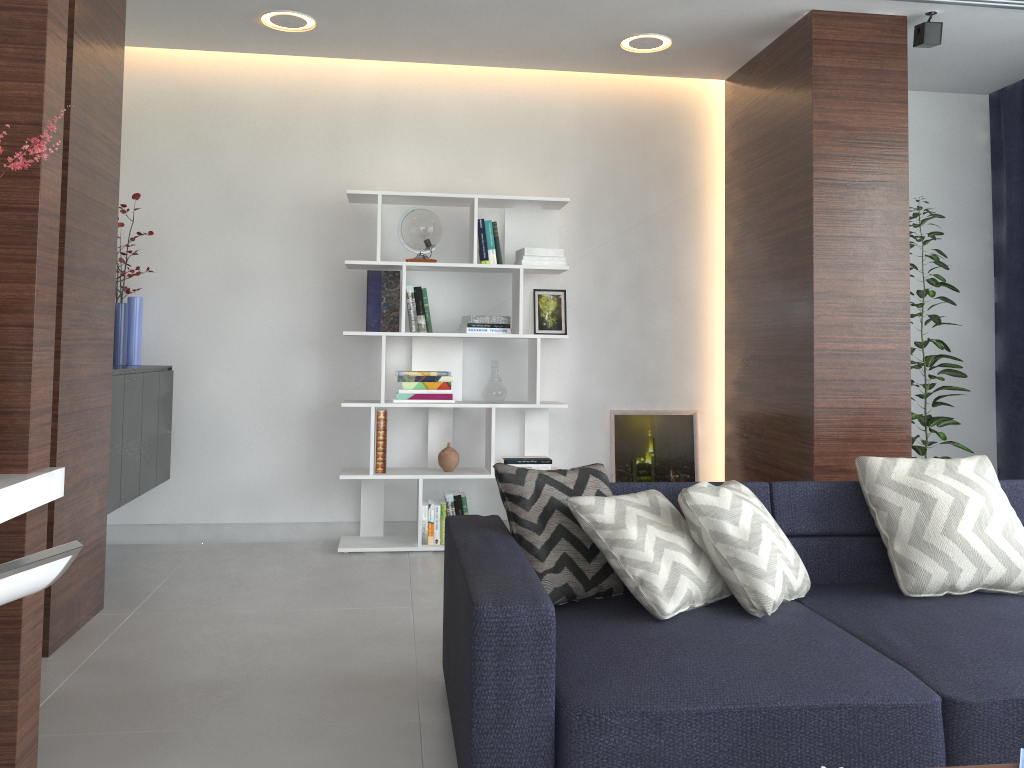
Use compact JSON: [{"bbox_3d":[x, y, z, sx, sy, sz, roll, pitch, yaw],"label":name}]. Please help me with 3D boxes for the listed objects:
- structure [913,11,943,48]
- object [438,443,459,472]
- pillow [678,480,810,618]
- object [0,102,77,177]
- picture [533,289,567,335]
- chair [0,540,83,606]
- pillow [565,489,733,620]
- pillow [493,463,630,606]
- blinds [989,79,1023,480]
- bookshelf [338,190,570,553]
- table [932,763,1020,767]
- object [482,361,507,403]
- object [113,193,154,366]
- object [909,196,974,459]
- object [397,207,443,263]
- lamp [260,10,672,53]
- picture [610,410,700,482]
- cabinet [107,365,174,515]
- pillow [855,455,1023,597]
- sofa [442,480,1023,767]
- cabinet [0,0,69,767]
[{"bbox_3d":[1.875,-1.589,3.983,0.084,0.143,0.114,1,-1,-3],"label":"structure"},{"bbox_3d":[-0.330,0.380,4.598,0.111,0.148,0.122,1,-1,-10],"label":"object"},{"bbox_3d":[0.678,0.456,2.551,0.280,0.352,0.417,0,0,35],"label":"pillow"},{"bbox_3d":[-0.997,-0.187,1.560,0.387,0.737,0.197,2,-3,-26],"label":"object"},{"bbox_3d":[0.209,-0.394,4.853,0.182,0.257,0.058,1,-3,-8],"label":"picture"},{"bbox_3d":[-0.931,0.600,1.195,0.464,0.711,0.395,1,-2,10],"label":"chair"},{"bbox_3d":[0.401,0.462,2.486,0.330,0.295,0.415,1,0,45],"label":"pillow"},{"bbox_3d":[0.166,0.420,2.557,0.414,0.387,0.221,1,-2,-37],"label":"pillow"},{"bbox_3d":[0.650,-0.418,1.426,5.797,2.780,7.128,1,1,-4],"label":"blinds"},{"bbox_3d":[-0.300,-0.071,4.640,1.150,1.827,0.299,1,-3,-8],"label":"bookshelf"},{"bbox_3d":[0.823,0.807,1.055,0.800,0.353,0.804,1,1,-8],"label":"table"},{"bbox_3d":[-0.092,-0.012,4.626,0.132,0.220,0.132,1,-2,-2],"label":"object"},{"bbox_3d":[-1.966,-0.523,4.418,0.270,0.864,0.271,0,-3,7],"label":"object"},{"bbox_3d":[2.098,-0.045,4.501,0.482,1.852,0.502,3,-3,-39],"label":"object"},{"bbox_3d":[-0.479,-0.734,4.608,0.235,0.385,0.219,0,-2,12],"label":"object"},{"bbox_3d":[-2.287,-1.572,0.939,9.578,0.084,5.342,0,2,-21],"label":"lamp"},{"bbox_3d":[0.793,0.497,4.878,0.500,0.701,0.083,1,-3,-8],"label":"picture"},{"bbox_3d":[-1.881,0.217,3.991,0.398,0.585,1.130,1,1,-8],"label":"cabinet"},{"bbox_3d":[1.347,0.429,2.704,0.495,0.389,0.342,1,-1,-8],"label":"pillow"},{"bbox_3d":[1.333,0.652,2.028,2.871,0.610,1.897,1,2,-8],"label":"sofa"},{"bbox_3d":[-1.094,-0.287,0.190,0.786,2.558,3.330,1,0,-8],"label":"cabinet"}]
